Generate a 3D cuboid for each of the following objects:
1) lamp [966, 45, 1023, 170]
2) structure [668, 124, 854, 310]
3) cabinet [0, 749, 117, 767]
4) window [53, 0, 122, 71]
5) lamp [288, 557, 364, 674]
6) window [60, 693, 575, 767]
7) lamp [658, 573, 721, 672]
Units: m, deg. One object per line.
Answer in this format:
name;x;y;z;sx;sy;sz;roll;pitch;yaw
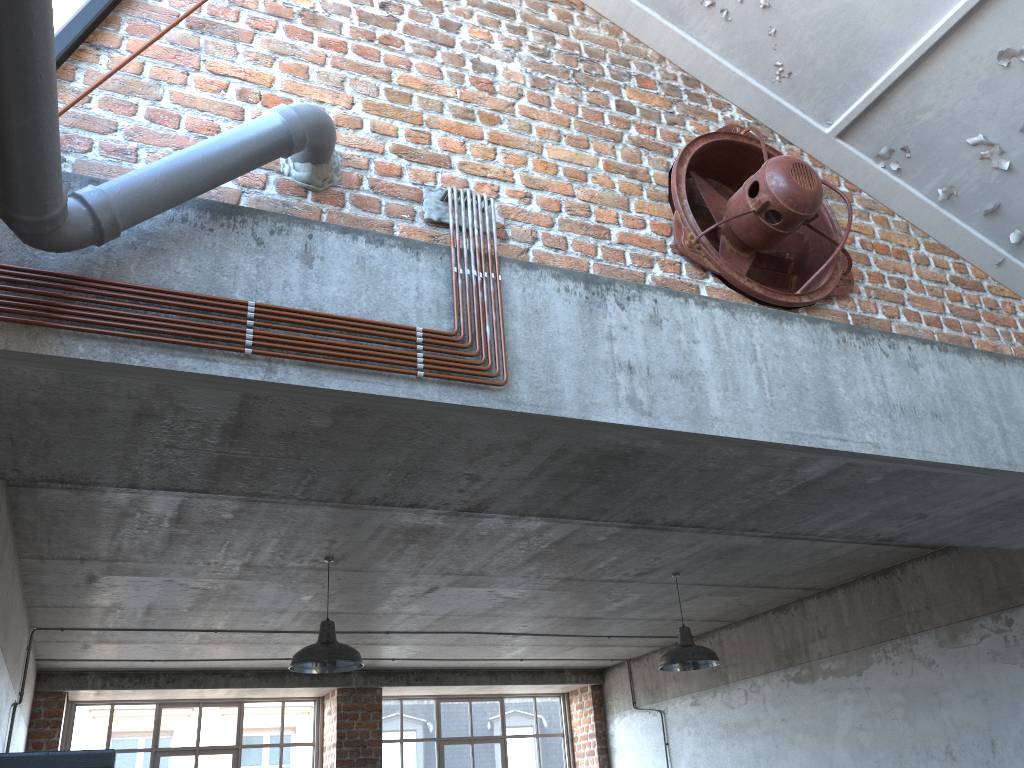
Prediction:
lamp;2.979;-1.586;1.844;0.945;2.025;5.320;-1;-27;-7
structure;1.174;-0.823;4.424;1.058;1.096;0.808;8;-29;-23
cabinet;-1.440;2.231;2.102;0.572;2.297;2.386;8;-29;-23
window;0.236;-3.560;0.358;0.994;2.404;8.048;8;-29;-23
lamp;-1.286;1.522;6.200;0.502;0.891;0.502;5;-28;-19
window;1.840;7.383;11.825;19.864;12.900;0.747;8;-29;-23
lamp;1.403;1.881;7.353;0.502;0.891;0.502;5;-28;-19
